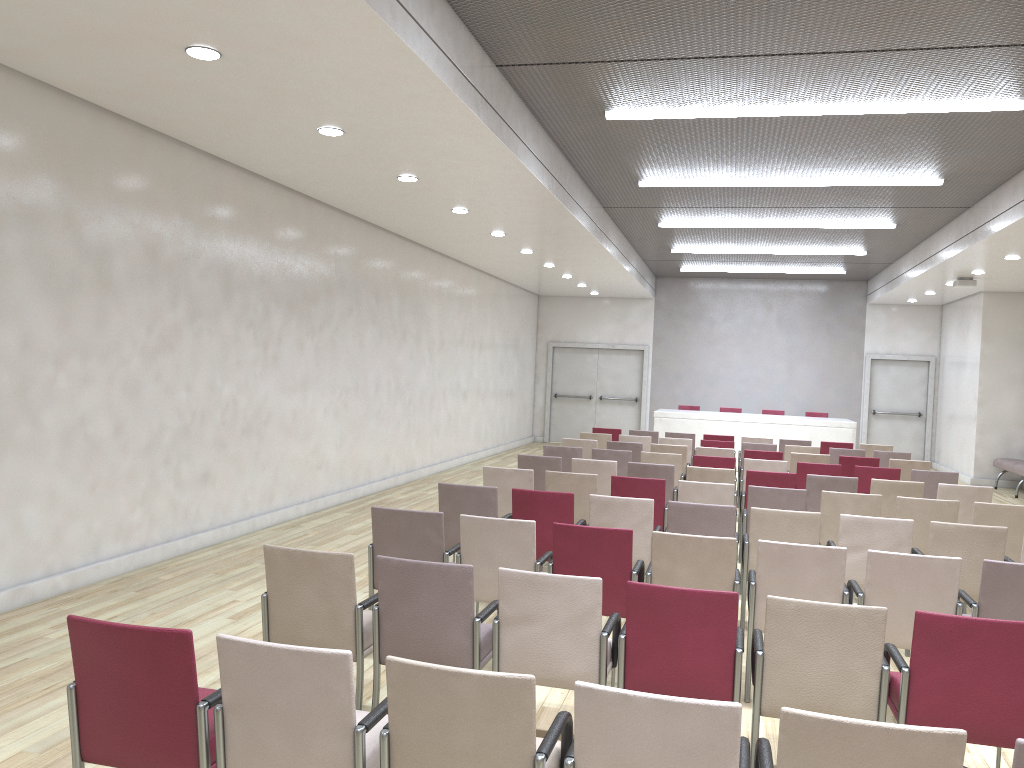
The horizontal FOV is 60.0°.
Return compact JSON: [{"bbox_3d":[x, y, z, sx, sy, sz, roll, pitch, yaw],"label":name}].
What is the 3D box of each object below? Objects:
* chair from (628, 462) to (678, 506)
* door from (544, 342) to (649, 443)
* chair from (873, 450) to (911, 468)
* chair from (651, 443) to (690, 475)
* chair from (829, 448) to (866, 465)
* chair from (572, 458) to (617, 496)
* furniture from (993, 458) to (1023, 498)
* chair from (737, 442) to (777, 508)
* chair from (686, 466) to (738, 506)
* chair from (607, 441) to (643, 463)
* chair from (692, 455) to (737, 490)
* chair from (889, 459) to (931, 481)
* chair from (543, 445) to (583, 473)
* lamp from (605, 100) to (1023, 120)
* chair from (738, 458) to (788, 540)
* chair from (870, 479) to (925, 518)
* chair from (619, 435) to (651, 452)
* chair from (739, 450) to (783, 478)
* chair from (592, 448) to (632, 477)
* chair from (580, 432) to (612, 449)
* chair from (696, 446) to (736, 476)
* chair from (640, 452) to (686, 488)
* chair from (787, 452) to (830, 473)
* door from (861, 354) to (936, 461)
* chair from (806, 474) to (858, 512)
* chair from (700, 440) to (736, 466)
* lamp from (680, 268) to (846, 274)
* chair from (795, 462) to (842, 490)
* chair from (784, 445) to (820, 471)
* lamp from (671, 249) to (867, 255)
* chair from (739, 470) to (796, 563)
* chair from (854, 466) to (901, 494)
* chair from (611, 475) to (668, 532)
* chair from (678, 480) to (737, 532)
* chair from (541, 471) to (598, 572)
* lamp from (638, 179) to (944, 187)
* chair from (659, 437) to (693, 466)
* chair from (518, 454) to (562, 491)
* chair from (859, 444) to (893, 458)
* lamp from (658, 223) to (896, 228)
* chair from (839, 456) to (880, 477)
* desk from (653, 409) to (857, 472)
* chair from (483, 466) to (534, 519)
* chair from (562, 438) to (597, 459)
[{"bbox_3d":[1.384,1.202,8.770,0.513,0.890,0.640,3,1,15],"label":"chair"},{"bbox_3d":[1.988,0.257,20.962,2.373,2.400,0.200,3,1,14],"label":"door"},{"bbox_3d":[4.944,1.311,11.685,0.513,0.890,0.640,3,1,15],"label":"chair"},{"bbox_3d":[1.973,1.186,11.171,0.513,0.890,0.640,3,1,13],"label":"chair"},{"bbox_3d":[4.413,1.285,11.820,0.513,0.890,0.640,3,1,14],"label":"chair"},{"bbox_3d":[0.851,1.176,8.901,0.513,0.890,0.640,3,1,14],"label":"chair"},{"bbox_3d":[8.600,1.587,14.934,0.530,0.550,1.833,3,1,14],"label":"furniture"},{"bbox_3d":[3.346,1.232,12.087,0.513,0.890,0.640,3,1,14],"label":"chair"},{"bbox_3d":[1.922,1.229,8.634,0.513,0.890,0.640,3,1,14],"label":"chair"},{"bbox_3d":[1.446,1.160,11.291,0.513,0.890,0.640,3,1,13],"label":"chair"},{"bbox_3d":[2.223,1.221,9.846,0.513,0.890,0.640,3,1,13],"label":"chair"},{"bbox_3d":[4.637,1.318,10.506,0.513,0.890,0.640,3,1,13],"label":"chair"},{"bbox_3d":[0.617,1.141,10.240,0.513,0.890,0.640,3,1,13],"label":"chair"},{"bbox_3d":[2.429,-2.263,7.373,3.304,0.045,0.198,3,1,14],"label":"lamp"},{"bbox_3d":[2.745,1.247,9.708,0.513,0.890,0.640,3,1,14],"label":"chair"},{"bbox_3d":[3.509,1.307,8.246,0.513,0.890,0.640,3,1,13],"label":"chair"},{"bbox_3d":[1.744,1.152,12.485,0.513,0.890,0.640,3,1,14],"label":"chair"},{"bbox_3d":[3.053,1.240,10.890,0.513,0.890,0.640,3,1,13],"label":"chair"},{"bbox_3d":[1.154,1.168,10.100,0.513,0.890,0.640,3,1,14],"label":"chair"},{"bbox_3d":[1.213,1.126,12.627,0.513,0.890,0.640,3,1,13],"label":"chair"},{"bbox_3d":[2.514,1.213,11.025,0.513,0.890,0.640,3,1,15],"label":"chair"},{"bbox_3d":[1.679,1.194,9.971,0.513,0.890,0.640,3,1,14],"label":"chair"},{"bbox_3d":[3.575,1.265,10.771,0.513,0.890,0.640,3,1,13],"label":"chair"},{"bbox_3d":[8.409,0.575,19.368,1.400,2.400,0.200,3,1,14],"label":"door"},{"bbox_3d":[2.976,1.281,8.386,0.513,0.890,0.640,3,1,14],"label":"chair"},{"bbox_3d":[2.819,1.205,12.233,0.513,0.890,0.640,3,1,14],"label":"chair"},{"bbox_3d":[5.169,-2.335,18.399,3.304,0.045,0.198,3,1,14],"label":"lamp"},{"bbox_3d":[3.271,1.273,9.569,0.513,0.890,0.640,3,1,14],"label":"chair"},{"bbox_3d":[3.874,1.258,11.968,0.513,0.890,0.640,3,1,13],"label":"chair"},{"bbox_3d":[4.481,-2.317,15.631,3.304,0.045,0.198,3,1,14],"label":"lamp"},{"bbox_3d":[2.454,1.255,8.522,0.513,0.890,0.640,3,1,13],"label":"chair"},{"bbox_3d":[3.824,1.300,9.441,0.513,0.890,0.640,3,1,14],"label":"chair"},{"bbox_3d":[1.087,1.210,7.579,0.513,0.890,0.640,3,1,14],"label":"chair"},{"bbox_3d":[1.618,1.236,7.460,0.513,0.890,0.640,3,1,13],"label":"chair"},{"bbox_3d":[0.546,1.183,7.715,0.513,0.890,0.640,3,1,14],"label":"chair"},{"bbox_3d":[3.109,-2.281,10.111,3.304,0.045,0.198,3,1,14],"label":"lamp"},{"bbox_3d":[2.275,1.178,12.365,0.513,0.890,0.640,3,1,13],"label":"chair"},{"bbox_3d":[0.326,1.149,9.046,0.513,0.890,0.640,3,1,15],"label":"chair"},{"bbox_3d":[5.229,1.303,12.883,0.513,0.890,0.640,3,1,14],"label":"chair"},{"bbox_3d":[3.804,-2.299,12.907,3.304,0.045,0.198,3,1,14],"label":"lamp"},{"bbox_3d":[4.105,1.292,10.641,0.513,0.890,0.640,3,1,14],"label":"chair"},{"bbox_3d":[4.620,1.122,17.174,3.652,1.042,1.456,3,1,14],"label":"desk"},{"bbox_3d":[0.020,1.157,7.847,0.513,0.890,0.640,3,1,15],"label":"chair"},{"bbox_3d":[0.906,1.133,11.423,0.513,0.890,0.640,3,1,15],"label":"chair"}]
